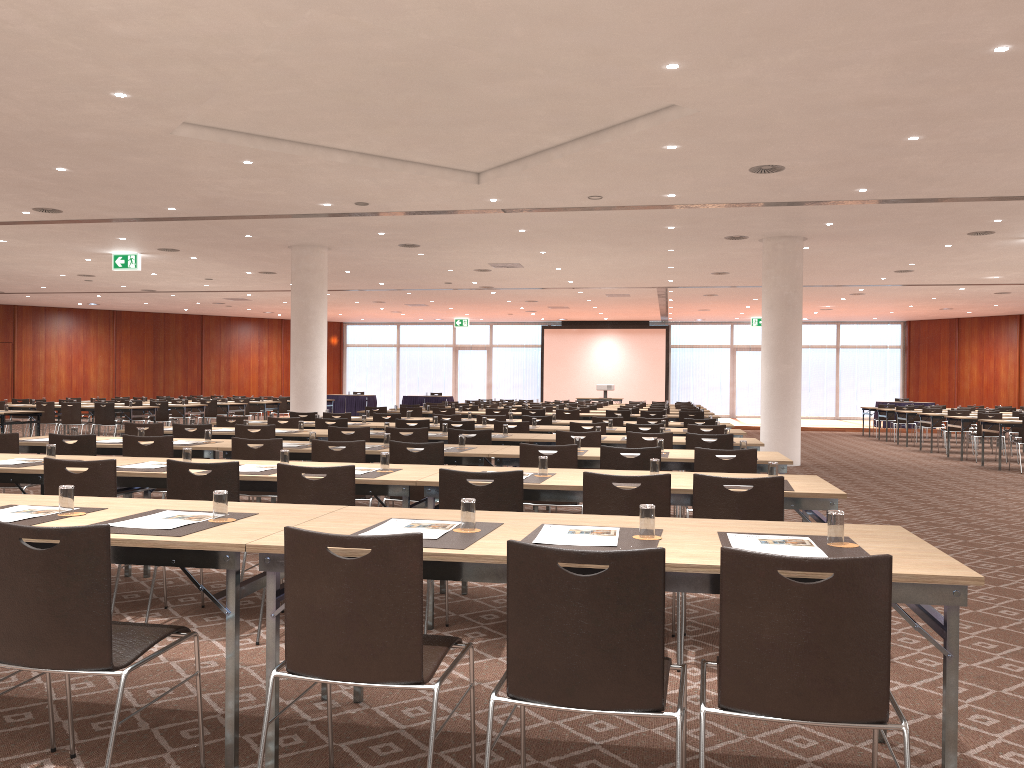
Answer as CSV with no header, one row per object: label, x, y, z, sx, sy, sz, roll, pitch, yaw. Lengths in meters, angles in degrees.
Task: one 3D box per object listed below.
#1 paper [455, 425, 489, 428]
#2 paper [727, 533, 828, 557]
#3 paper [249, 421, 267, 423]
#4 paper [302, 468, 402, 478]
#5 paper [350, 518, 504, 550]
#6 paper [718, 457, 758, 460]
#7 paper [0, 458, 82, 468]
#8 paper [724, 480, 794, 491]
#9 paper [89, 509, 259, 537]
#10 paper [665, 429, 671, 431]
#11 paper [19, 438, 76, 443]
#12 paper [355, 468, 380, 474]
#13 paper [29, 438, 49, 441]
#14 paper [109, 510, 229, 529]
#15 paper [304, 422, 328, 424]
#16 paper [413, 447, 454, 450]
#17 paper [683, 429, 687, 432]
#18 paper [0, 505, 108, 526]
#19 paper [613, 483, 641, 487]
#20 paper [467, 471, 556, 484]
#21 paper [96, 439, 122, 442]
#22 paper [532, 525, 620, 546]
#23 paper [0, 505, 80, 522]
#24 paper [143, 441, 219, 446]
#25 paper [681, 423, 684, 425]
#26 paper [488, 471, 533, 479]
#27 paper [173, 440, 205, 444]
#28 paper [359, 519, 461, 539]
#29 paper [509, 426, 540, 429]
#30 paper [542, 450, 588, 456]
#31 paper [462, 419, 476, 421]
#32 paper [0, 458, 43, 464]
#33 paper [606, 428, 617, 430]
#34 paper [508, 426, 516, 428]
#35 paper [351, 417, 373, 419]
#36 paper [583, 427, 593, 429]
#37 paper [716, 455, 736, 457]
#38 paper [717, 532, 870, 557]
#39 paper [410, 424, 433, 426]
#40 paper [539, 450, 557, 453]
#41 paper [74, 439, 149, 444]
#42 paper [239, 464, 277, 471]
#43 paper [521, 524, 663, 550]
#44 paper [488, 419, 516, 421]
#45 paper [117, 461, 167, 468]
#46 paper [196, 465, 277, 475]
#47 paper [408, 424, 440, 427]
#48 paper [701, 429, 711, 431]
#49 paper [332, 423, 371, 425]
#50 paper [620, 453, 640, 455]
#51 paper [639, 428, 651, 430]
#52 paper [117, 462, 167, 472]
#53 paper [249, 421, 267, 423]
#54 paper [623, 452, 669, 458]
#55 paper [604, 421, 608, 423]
paper,-0.539,0.541,11.316,0.460,0.003,0.565,1,0,12
paper,0.884,0.543,2.992,0.283,0.006,0.398,1,0,10
paper,-3.435,0.507,11.921,0.283,0.006,0.398,1,0,12
paper,-0.957,0.530,5.319,0.460,0.003,0.565,1,0,10
paper,-0.318,0.534,3.196,0.460,0.003,0.565,1,0,13
paper,1.662,0.559,6.886,0.460,0.003,0.565,1,0,13
paper,-3.163,0.508,5.727,0.460,0.003,0.565,1,0,13
paper,1.304,0.553,4.917,0.460,0.003,0.565,1,0,13
paper,-1.311,0.524,3.376,0.460,0.003,0.565,1,0,12
paper,1.723,0.564,10.946,0.460,0.003,0.565,1,0,9
paper,-4.126,0.500,7.888,0.460,0.003,0.565,1,0,9
paper,-0.989,0.526,5.390,0.283,0.006,0.398,1,0,10
paper,-4.146,0.496,7.974,0.283,0.006,0.398,1,0,12
paper,-1.321,0.520,3.410,0.283,0.006,0.398,1,0,13
paper,-2.761,0.518,11.733,0.460,0.003,0.565,1,0,10
paper,-0.657,0.531,7.337,0.283,0.006,0.398,1,0,9
paper,2.317,0.570,10.798,0.460,0.003,0.565,1,0,11
paper,-1.963,0.518,3.470,0.460,0.003,0.565,1,0,10
paper,0.658,0.546,5.007,0.460,0.003,0.565,1,0,10
paper,-0.014,0.540,5.147,0.460,0.003,0.565,1,0,12
paper,-3.507,0.502,7.864,0.283,0.006,0.398,1,0,9
paper,0.236,0.536,3.154,0.283,0.006,0.398,1,0,8
paper,-1.973,0.514,3.522,0.283,0.006,0.398,1,0,11
paper,-2.852,0.513,7.685,0.460,0.003,0.565,1,0,11
paper,2.668,0.575,12.806,0.460,0.003,0.565,1,0,11
paper,-0.042,0.535,5.203,0.283,0.006,0.398,1,0,10
paper,-2.871,0.509,7.748,0.283,0.006,0.398,1,0,8
paper,-0.364,0.530,3.259,0.283,0.006,0.398,1,0,10
paper,0.090,0.547,11.226,0.460,0.003,0.565,1,0,9
paper,0.359,0.546,7.109,0.460,0.003,0.565,1,0,10
paper,-0.831,0.540,13.412,0.460,0.003,0.565,1,0,14
paper,-3.231,0.503,5.773,0.283,0.006,0.398,1,0,11
paper,1.062,0.557,11.035,0.460,0.003,0.565,1,0,9
paper,0.044,0.543,11.286,0.283,0.006,0.398,1,0,9
paper,-2.440,0.524,13.709,0.460,0.003,0.565,1,0,9
paper,1.007,0.553,11.100,0.283,0.006,0.398,1,0,11
paper,1.606,0.554,6.951,0.283,0.006,0.398,1,0,8
paper,0.934,0.547,2.952,0.460,0.003,0.565,1,0,10
paper,-1.209,0.530,11.521,0.283,0.006,0.398,1,0,8
paper,0.306,0.541,7.186,0.283,0.006,0.398,1,0,11
paper,-3.472,0.507,7.821,0.460,0.003,0.565,1,0,13
paper,-1.606,0.520,5.497,0.283,0.006,0.398,1,0,11
paper,0.278,0.540,3.088,0.460,0.003,0.565,1,0,13
paper,-0.176,0.547,13.312,0.460,0.003,0.565,1,0,9
paper,-2.281,0.513,5.624,0.283,0.006,0.398,1,0,11
paper,-1.590,0.524,5.421,0.460,0.003,0.565,1,0,9
paper,-1.163,0.534,11.428,0.460,0.003,0.565,1,0,7
paper,2.324,0.566,10.889,0.283,0.006,0.398,1,0,12
paper,-2.148,0.524,11.611,0.460,0.003,0.565,1,0,7
paper,0.961,0.548,7.054,0.283,0.006,0.398,1,0,7
paper,1.652,0.559,11.005,0.283,0.006,0.398,1,0,10
paper,-2.234,0.517,5.531,0.460,0.003,0.565,1,0,10
paper,-3.419,0.511,11.865,0.460,0.003,0.565,1,0,9
paper,1.003,0.552,6.993,0.460,0.003,0.565,1,0,11
paper,1.351,0.558,13.095,0.283,0.006,0.398,1,0,10
